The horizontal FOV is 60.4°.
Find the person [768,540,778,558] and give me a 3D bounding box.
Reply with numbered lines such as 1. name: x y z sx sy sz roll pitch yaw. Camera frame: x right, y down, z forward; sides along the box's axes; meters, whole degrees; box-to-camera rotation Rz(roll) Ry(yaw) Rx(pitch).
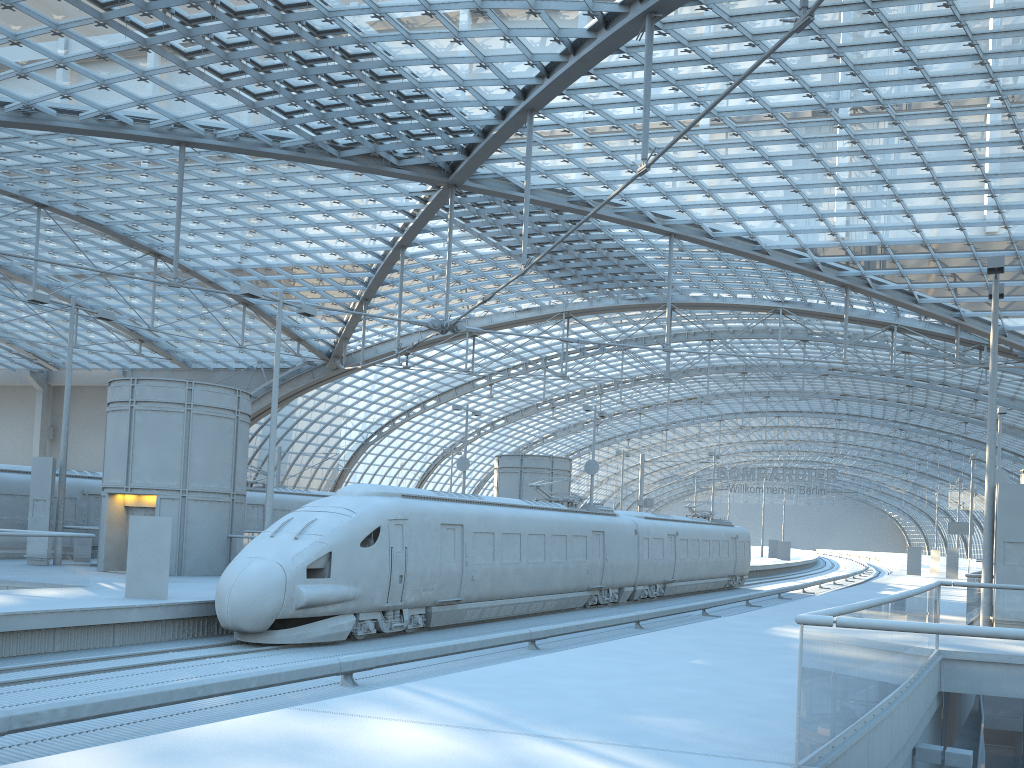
1. person: 25.190 15.952 84.976 0.899 1.793 0.001 1 -2 23

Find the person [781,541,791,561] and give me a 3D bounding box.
1. person: 23.949 14.640 76.836 0.826 1.726 0.001 1 -2 28

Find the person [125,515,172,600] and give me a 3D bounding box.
1. person: -7.313 3.519 17.725 0.875 1.699 0.001 3 -2 2

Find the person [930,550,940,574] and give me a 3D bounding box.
1. person: 27.775 11.706 57.664 0.001 1.606 0.810 3 -3 -16

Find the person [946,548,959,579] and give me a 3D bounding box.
1. person: 25.530 10.426 51.039 0.068 1.801 0.784 4 -3 -30

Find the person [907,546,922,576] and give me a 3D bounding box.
1. person: 24.474 10.765 53.374 0.001 1.792 0.902 4 -3 -36

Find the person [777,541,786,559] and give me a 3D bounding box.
1. person: 24.769 15.250 80.421 0.874 1.699 0.001 1 -2 28
